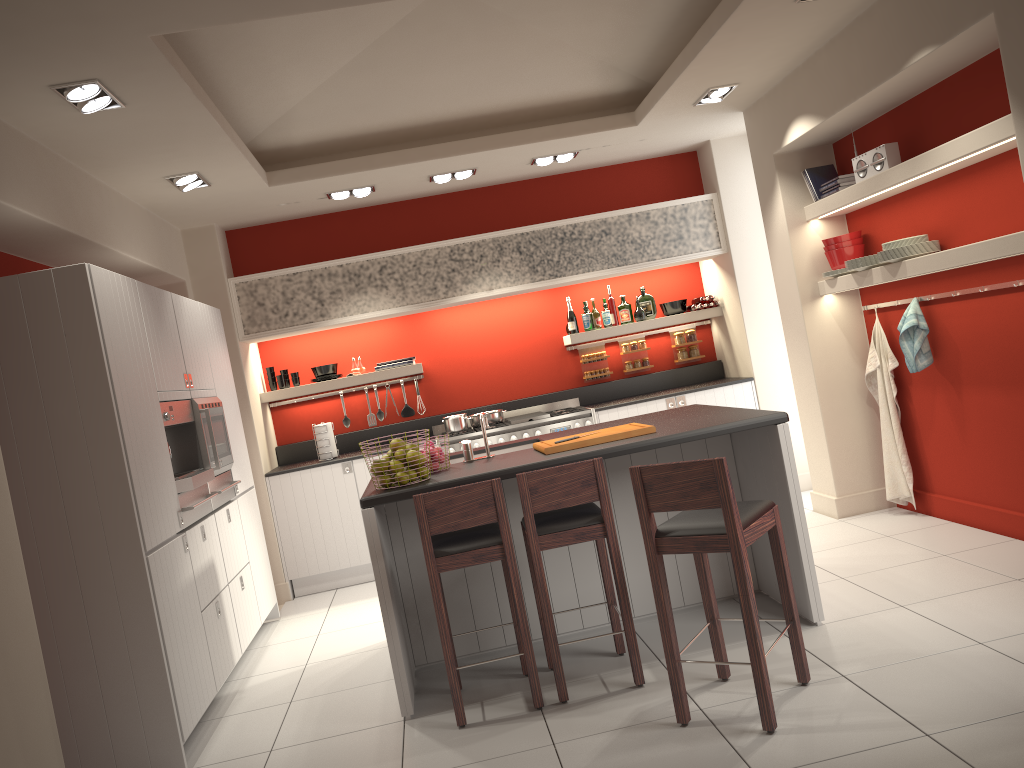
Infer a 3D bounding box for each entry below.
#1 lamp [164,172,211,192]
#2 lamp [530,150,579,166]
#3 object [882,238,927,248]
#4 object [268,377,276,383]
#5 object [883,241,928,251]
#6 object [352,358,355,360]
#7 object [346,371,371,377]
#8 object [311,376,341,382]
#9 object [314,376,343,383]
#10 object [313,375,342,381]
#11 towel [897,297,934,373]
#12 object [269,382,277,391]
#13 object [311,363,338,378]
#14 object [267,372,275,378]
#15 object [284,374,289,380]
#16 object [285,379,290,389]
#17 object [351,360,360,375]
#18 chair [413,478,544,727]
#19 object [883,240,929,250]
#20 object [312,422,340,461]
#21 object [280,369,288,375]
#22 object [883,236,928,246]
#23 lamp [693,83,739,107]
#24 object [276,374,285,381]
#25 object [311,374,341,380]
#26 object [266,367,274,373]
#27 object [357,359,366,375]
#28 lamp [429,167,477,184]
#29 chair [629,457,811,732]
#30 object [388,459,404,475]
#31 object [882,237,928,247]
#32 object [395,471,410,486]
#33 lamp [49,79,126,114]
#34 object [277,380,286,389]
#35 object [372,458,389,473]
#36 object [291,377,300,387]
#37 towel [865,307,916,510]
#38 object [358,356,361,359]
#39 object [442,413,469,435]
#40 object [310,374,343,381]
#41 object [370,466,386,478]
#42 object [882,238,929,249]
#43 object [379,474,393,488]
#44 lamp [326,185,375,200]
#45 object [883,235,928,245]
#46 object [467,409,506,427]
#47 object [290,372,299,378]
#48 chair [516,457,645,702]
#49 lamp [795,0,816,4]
[{"bbox_3d":[-2.027,-1.273,5.558,0.199,0.084,0.361,-11,1,-6],"label":"lamp"},{"bbox_3d":[0.327,-1.764,6.853,0.361,0.103,0.199,-11,1,-6],"label":"lamp"},{"bbox_3d":[2.326,-0.828,5.244,0.255,0.015,0.255,-11,1,-25],"label":"object"},{"bbox_3d":[-2.059,-0.019,7.625,0.070,0.076,0.070,-12,1,-34],"label":"object"},{"bbox_3d":[2.330,-0.809,5.244,0.255,0.015,0.255,-11,1,-25],"label":"object"},{"bbox_3d":[-1.361,-0.215,7.607,0.024,0.031,0.023,-10,1,36],"label":"object"},{"bbox_3d":[-1.319,-0.090,7.650,0.160,0.027,0.183,-10,1,23],"label":"object"},{"bbox_3d":[-1.595,-0.038,7.644,0.280,0.016,0.280,-11,1,-7],"label":"object"},{"bbox_3d":[-1.594,-0.033,7.644,0.280,0.016,0.280,-11,1,-7],"label":"object"},{"bbox_3d":[-1.596,-0.043,7.644,0.280,0.016,0.280,-11,1,-7],"label":"object"},{"bbox_3d":[2.482,-0.301,5.467,0.179,0.452,0.209,-10,1,34],"label":"towel"},{"bbox_3d":[-2.051,0.024,7.625,0.070,0.076,0.070,-12,1,-34],"label":"object"},{"bbox_3d":[-1.607,-0.104,7.643,0.232,0.108,0.233,-10,2,36],"label":"object"},{"bbox_3d":[-2.067,-0.063,7.624,0.070,0.076,0.070,-12,1,-34],"label":"object"},{"bbox_3d":[-1.950,-0.041,7.636,0.070,0.076,0.070,-12,1,-34],"label":"object"},{"bbox_3d":[-1.942,0.003,7.636,0.070,0.076,0.070,-12,1,-34],"label":"object"},{"bbox_3d":[-1.346,-0.141,7.608,0.076,0.131,0.076,-10,1,37],"label":"object"},{"bbox_3d":[-0.166,0.937,4.047,0.383,1.008,0.474,-11,1,-6],"label":"chair"},{"bbox_3d":[2.329,-0.814,5.244,0.255,0.015,0.255,-11,1,-25],"label":"object"},{"bbox_3d":[-1.523,0.464,7.223,0.163,0.304,0.168,-10,1,23],"label":"object"},{"bbox_3d":[-1.958,-0.084,7.635,0.070,0.076,0.070,-12,1,-34],"label":"object"},{"bbox_3d":[2.324,-0.838,5.244,0.255,0.015,0.255,-11,1,-25],"label":"object"},{"bbox_3d":[1.350,-1.937,5.900,0.199,0.090,0.361,-11,1,-6],"label":"lamp"},{"bbox_3d":[-1.948,-0.037,7.479,0.070,0.076,0.070,-12,1,-34],"label":"object"},{"bbox_3d":[-1.598,-0.054,7.644,0.280,0.016,0.280,-11,1,-7],"label":"object"},{"bbox_3d":[-2.075,-0.106,7.623,0.070,0.076,0.070,-12,1,-34],"label":"object"},{"bbox_3d":[-1.313,-0.150,7.690,0.077,0.134,0.076,-11,1,-22],"label":"object"},{"bbox_3d":[-0.456,-1.612,6.774,0.361,0.104,0.199,-11,1,-6],"label":"lamp"},{"bbox_3d":[0.830,0.759,3.502,0.383,1.008,0.474,-10,1,35],"label":"chair"},{"bbox_3d":[-0.548,0.392,4.191,0.076,0.077,0.076,-12,2,-41],"label":"object"},{"bbox_3d":[2.325,-0.833,5.244,0.255,0.015,0.255,-11,1,-25],"label":"object"},{"bbox_3d":[-0.513,0.441,4.144,0.068,0.068,0.068,-11,1,5],"label":"object"},{"bbox_3d":[-1.862,-1.275,3.899,0.199,0.103,0.361,-11,1,-6],"label":"lamp"},{"bbox_3d":[-1.940,0.006,7.480,0.070,0.076,0.070,-12,1,-34],"label":"object"},{"bbox_3d":[-0.617,0.384,4.170,0.077,0.068,0.076,-11,1,-12],"label":"object"},{"bbox_3d":[-1.835,-0.016,7.541,0.070,0.076,0.070,-12,1,-34],"label":"object"},{"bbox_3d":[2.504,0.169,5.977,0.141,1.362,0.341,-11,1,-5],"label":"towel"},{"bbox_3d":[-1.326,-0.223,7.690,0.026,0.032,0.023,-11,1,-23],"label":"object"},{"bbox_3d":[-0.458,0.332,7.275,0.201,0.148,0.201,-11,1,-13],"label":"object"},{"bbox_3d":[-1.597,-0.048,7.644,0.280,0.016,0.280,-11,1,-7],"label":"object"},{"bbox_3d":[-0.637,0.408,4.232,0.076,0.077,0.076,-12,2,-41],"label":"object"},{"bbox_3d":[2.327,-0.824,5.244,0.255,0.015,0.255,-11,1,-25],"label":"object"},{"bbox_3d":[-0.594,0.455,4.177,0.068,0.068,0.068,-11,1,5],"label":"object"},{"bbox_3d":[-1.218,-1.463,6.697,0.361,0.109,0.199,-11,1,-6],"label":"lamp"},{"bbox_3d":[2.323,-0.843,5.244,0.255,0.015,0.255,-11,1,-25],"label":"object"},{"bbox_3d":[-0.218,0.297,7.624,0.309,0.105,0.309,-10,1,22],"label":"object"},{"bbox_3d":[-1.843,-0.059,7.540,0.070,0.076,0.070,-12,1,-34],"label":"object"},{"bbox_3d":[0.285,0.849,4.093,0.383,1.008,0.474,-11,1,-4],"label":"chair"},{"bbox_3d":[1.518,-1.933,4.242,0.199,0.085,0.361,-11,1,-6],"label":"lamp"}]
